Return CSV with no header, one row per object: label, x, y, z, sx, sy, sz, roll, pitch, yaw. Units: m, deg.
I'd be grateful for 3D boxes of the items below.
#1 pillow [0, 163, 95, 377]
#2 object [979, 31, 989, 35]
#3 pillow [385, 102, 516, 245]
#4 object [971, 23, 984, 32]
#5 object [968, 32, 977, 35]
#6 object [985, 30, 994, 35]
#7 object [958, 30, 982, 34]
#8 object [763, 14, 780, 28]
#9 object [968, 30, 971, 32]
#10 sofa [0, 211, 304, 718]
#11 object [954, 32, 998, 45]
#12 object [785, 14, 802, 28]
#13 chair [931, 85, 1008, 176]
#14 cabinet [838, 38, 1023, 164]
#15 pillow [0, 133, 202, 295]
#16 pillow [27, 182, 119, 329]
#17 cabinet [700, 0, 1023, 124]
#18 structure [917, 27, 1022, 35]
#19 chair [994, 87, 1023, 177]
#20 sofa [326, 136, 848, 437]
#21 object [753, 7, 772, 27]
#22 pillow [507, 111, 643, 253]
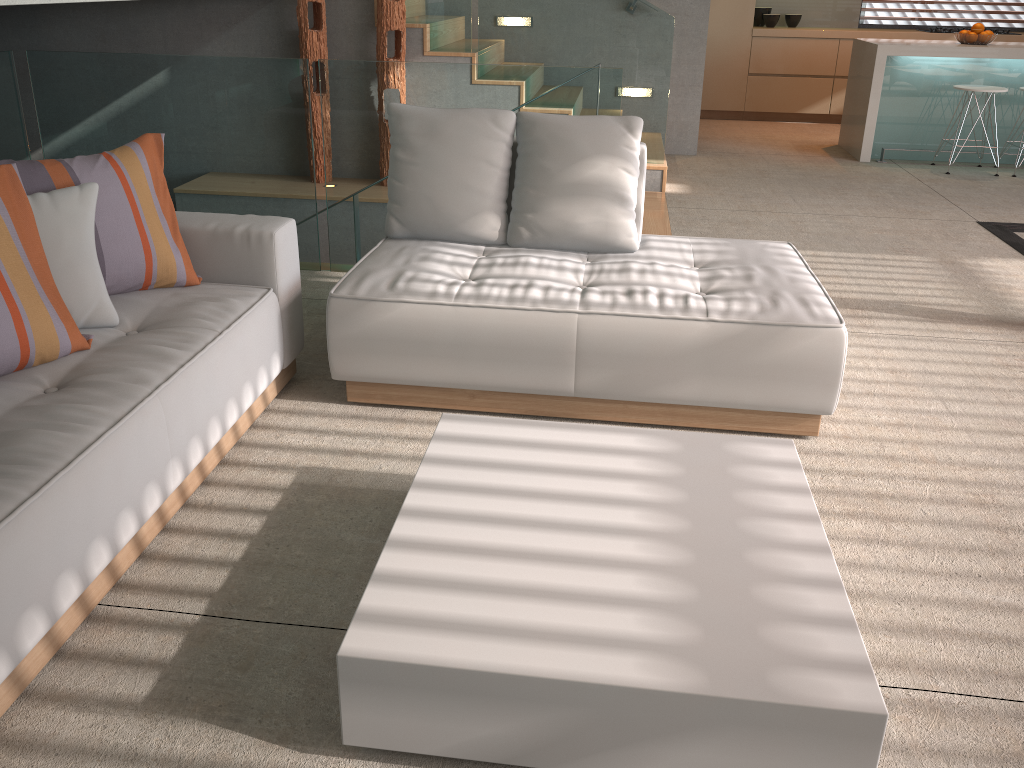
pillow,-1.371,-0.198,2.021,0.313,0.480,0.752,13,26,27
object,3.683,-2.708,6.902,0.086,0.084,0.089,0,23,-3
pillow,-0.239,-0.789,3.320,0.492,0.484,0.245,4,22,7
object,3.683,-2.808,6.990,0.095,0.091,0.096,12,25,25
object,3.601,-2.715,6.923,0.082,0.079,0.082,17,28,33
object,3.746,-2.739,6.965,0.094,0.092,0.097,-1,23,-4
object,3.603,-2.745,6.970,0.097,0.097,0.177,-16,29,-34
object,2.632,-3.689,8.979,0.169,0.123,0.174,-2,24,-6
object,3.642,-2.781,7.063,0.087,0.084,0.088,-13,27,-30
sofa,-1.443,0.297,1.467,1.049,0.732,3.560,4,25,6
object,3.660,-2.732,6.990,0.315,0.080,0.324,4,25,6
object,2.883,-3.729,9.076,0.169,0.123,0.174,-2,24,-6
chair,3.488,-1.929,6.699,0.382,0.606,0.393,4,22,6
cabinet,4.878,-2.208,7.040,4.123,0.875,0.823,4,23,6
pillow,-1.306,-0.473,2.595,0.705,0.490,0.284,-18,29,-37
pillow,-1.357,-0.312,2.334,0.601,0.394,0.243,-18,29,-37
cabinet,5.445,-3.482,7.897,7.473,2.497,2.021,4,23,6
structure,4.492,-3.464,8.723,0.839,0.088,0.477,4,25,6
chair,3.957,-1.896,6.646,0.382,0.606,0.393,4,22,6
sofa,0.263,-0.419,3.118,1.596,0.713,1.042,4,24,6
object,2.561,-3.794,9.135,0.225,0.183,0.231,-5,24,-14
pillow,0.238,-0.744,3.267,0.492,0.470,0.273,4,22,7
